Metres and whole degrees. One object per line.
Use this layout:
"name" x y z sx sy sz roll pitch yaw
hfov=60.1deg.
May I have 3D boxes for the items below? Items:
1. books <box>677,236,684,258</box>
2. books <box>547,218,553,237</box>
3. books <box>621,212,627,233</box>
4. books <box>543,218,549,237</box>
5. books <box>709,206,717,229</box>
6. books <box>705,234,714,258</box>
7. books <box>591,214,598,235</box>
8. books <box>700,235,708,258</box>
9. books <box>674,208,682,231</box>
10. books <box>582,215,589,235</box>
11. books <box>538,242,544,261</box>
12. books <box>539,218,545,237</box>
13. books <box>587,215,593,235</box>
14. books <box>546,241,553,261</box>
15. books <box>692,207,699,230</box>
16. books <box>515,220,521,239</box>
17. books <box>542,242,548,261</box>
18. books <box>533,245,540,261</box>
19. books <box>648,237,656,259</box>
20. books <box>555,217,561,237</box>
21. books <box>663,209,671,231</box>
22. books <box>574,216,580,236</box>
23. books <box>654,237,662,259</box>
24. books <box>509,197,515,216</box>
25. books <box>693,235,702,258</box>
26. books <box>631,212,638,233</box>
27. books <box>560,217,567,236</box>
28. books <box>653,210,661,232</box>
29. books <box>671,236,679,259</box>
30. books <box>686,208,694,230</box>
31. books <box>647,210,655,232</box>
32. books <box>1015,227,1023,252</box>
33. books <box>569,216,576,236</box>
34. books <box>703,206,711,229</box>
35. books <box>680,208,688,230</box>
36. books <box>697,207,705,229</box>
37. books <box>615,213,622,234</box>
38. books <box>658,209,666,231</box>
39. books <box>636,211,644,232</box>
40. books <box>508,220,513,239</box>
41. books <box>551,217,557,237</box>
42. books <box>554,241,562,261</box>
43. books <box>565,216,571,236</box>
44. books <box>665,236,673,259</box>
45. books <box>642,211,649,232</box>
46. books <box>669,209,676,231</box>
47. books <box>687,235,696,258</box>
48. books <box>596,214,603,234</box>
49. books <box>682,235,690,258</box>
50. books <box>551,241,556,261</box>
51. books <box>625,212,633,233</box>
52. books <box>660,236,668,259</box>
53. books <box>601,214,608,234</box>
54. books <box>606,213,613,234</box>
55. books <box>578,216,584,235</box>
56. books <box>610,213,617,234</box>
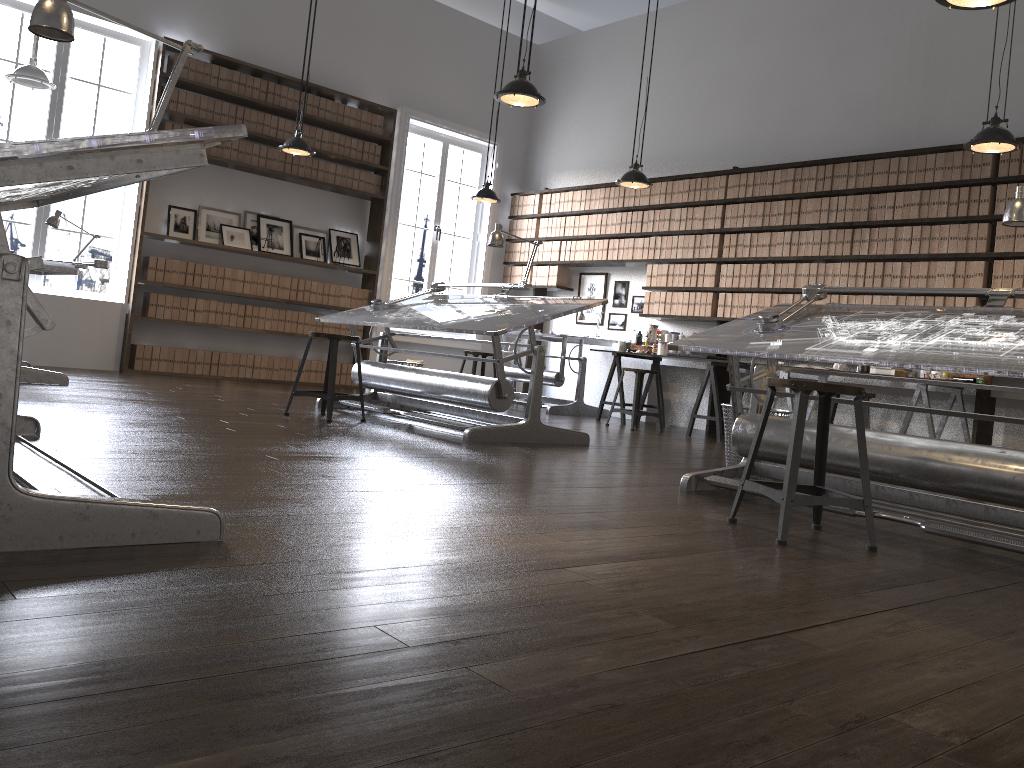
"books" 1.685 -1.310 8.568 0.174 0.226 0.067 6 -1 -41
"books" 0.490 -1.750 10.003 0.174 0.226 0.067 6 -1 -41
"books" 1.213 -1.648 9.156 0.174 0.226 0.067 6 -1 -41
"books" 0.443 -1.757 10.058 0.174 0.226 0.067 6 -1 -41
"books" 1.935 -1.545 8.315 0.174 0.226 0.067 6 -1 -41
"books" 1.904 -1.279 8.309 0.174 0.226 0.067 6 -1 -41
"books" 0.939 -1.687 9.483 0.174 0.226 0.067 6 -1 -41
"books" 1.861 -1.285 8.366 0.174 0.226 0.067 6 -1 -41
"books" 1.668 -1.583 8.628 0.174 0.226 0.067 6 -1 -41
"books" 0.852 -1.699 9.579 0.174 0.226 0.067 6 -1 -41
"books" 0.391 -1.494 10.084 0.174 0.226 0.067 6 -1 -41
"books" 0.399 -1.764 10.115 0.174 0.226 0.067 6 -1 -41
"books" 0.899 -1.693 9.532 0.174 0.226 0.067 6 -1 -41
"books" 0.483 -1.481 9.980 0.174 0.226 0.067 6 -1 -41
"books" 1.809 -1.563 8.469 0.174 0.226 0.067 6 -1 -41
"books" 0.138 -1.806 10.422 0.174 0.226 0.067 6 -1 -41
"books" 0.439 -1.487 10.034 0.174 0.226 0.067 6 -1 -41
"books" 0.341 -1.501 10.137 0.174 0.226 0.067 6 -1 -41
"books" 1.453 -1.343 8.835 0.174 0.226 0.067 6 -1 -41
"books" 0.579 -1.738 9.910 0.174 0.226 0.067 6 -1 -41
"books" 1.582 -1.595 8.725 0.174 0.226 0.067 6 -1 -41
"books" 0.767 -1.711 9.688 0.174 0.226 0.067 6 -1 -41
"books" 1.502 -1.336 8.782 0.174 0.226 0.067 6 -1 -41
"books" 0.067 -2.097 10.542 0.174 0.226 0.067 6 -1 -41
"books" 1.815 -1.292 8.420 0.174 0.226 0.067 6 -1 -41
"books" 1.308 -1.634 9.055 0.174 0.226 0.067 6 -1 -41
"books" 0.623 -1.732 9.850 0.174 0.226 0.067 6 -1 -41
"books" 1.496 -1.608 8.834 0.174 0.226 0.067 6 -1 -41
"books" 1.637 -1.317 8.621 0.174 0.226 0.067 6 -1 -41
"books" 1.762 -1.570 8.521 0.174 0.226 0.067 6 -1 -41
"books" 1.447 -1.615 8.885 0.174 0.226 0.067 6 -1 -41
"books" 3.638 -1.031 6.274 0.174 0.226 0.067 6 -1 -41
"books" 0.718 -1.718 9.739 0.174 0.226 0.067 6 -1 -41
"books" 1.896 -1.551 8.364 0.174 0.226 0.067 6 -1 -41
"books" 1.714 -1.577 8.572 0.174 0.226 0.067 6 -1 -41
"books" 1.849 -1.557 8.412 0.174 0.226 0.067 6 -1 -41
"books" 1.166 -1.654 9.211 0.174 0.226 0.067 6 -1 -41
"books" 1.542 -1.601 8.780 0.174 0.226 0.067 6 -1 -41
"books" 1.352 -1.628 8.995 0.174 0.226 0.067 6 -1 -41
"books" 0.047 -1.820 10.531 0.174 0.226 0.067 6 -1 -41
"books" 0.534 -1.744 9.958 0.174 0.226 0.067 6 -1 -41
"books" 0.568 -1.469 9.871 0.174 0.226 0.067 6 -1 -41
"books" 0.675 -1.724 9.797 0.174 0.226 0.067 6 -1 -41
"books" 1.594 -1.323 8.677 0.174 0.226 0.067 6 -1 -41
"books" 1.405 -1.621 8.942 0.174 0.226 0.067 6 -1 -41
"books" 1.629 -1.589 8.677 0.174 0.226 0.067 6 -1 -41
"books" 1.767 -1.298 8.467 0.174 0.226 0.067 6 -1 -41
"books" 0.984 -1.680 9.427 0.174 0.226 0.067 6 -1 -41
"books" 1.727 -1.304 8.521 0.174 0.226 0.067 6 -1 -41
"books" 0.530 -1.474 9.922 0.174 0.226 0.067 6 -1 -41
"books" 1.257 -1.642 9.111 0.174 0.226 0.067 6 -1 -41
"books" 1.550 -1.329 8.732 0.174 0.226 0.067 6 -1 -41
"books" 1.033 -1.674 9.376 0.174 0.226 0.067 6 -1 -41
"books" 1.079 -1.667 9.324 0.174 0.226 0.067 6 -1 -41
"books" 0.813 -1.705 9.634 0.174 0.226 0.067 6 -1 -41
"books" 1.122 -1.661 9.269 0.174 0.226 0.067 6 -1 -41
